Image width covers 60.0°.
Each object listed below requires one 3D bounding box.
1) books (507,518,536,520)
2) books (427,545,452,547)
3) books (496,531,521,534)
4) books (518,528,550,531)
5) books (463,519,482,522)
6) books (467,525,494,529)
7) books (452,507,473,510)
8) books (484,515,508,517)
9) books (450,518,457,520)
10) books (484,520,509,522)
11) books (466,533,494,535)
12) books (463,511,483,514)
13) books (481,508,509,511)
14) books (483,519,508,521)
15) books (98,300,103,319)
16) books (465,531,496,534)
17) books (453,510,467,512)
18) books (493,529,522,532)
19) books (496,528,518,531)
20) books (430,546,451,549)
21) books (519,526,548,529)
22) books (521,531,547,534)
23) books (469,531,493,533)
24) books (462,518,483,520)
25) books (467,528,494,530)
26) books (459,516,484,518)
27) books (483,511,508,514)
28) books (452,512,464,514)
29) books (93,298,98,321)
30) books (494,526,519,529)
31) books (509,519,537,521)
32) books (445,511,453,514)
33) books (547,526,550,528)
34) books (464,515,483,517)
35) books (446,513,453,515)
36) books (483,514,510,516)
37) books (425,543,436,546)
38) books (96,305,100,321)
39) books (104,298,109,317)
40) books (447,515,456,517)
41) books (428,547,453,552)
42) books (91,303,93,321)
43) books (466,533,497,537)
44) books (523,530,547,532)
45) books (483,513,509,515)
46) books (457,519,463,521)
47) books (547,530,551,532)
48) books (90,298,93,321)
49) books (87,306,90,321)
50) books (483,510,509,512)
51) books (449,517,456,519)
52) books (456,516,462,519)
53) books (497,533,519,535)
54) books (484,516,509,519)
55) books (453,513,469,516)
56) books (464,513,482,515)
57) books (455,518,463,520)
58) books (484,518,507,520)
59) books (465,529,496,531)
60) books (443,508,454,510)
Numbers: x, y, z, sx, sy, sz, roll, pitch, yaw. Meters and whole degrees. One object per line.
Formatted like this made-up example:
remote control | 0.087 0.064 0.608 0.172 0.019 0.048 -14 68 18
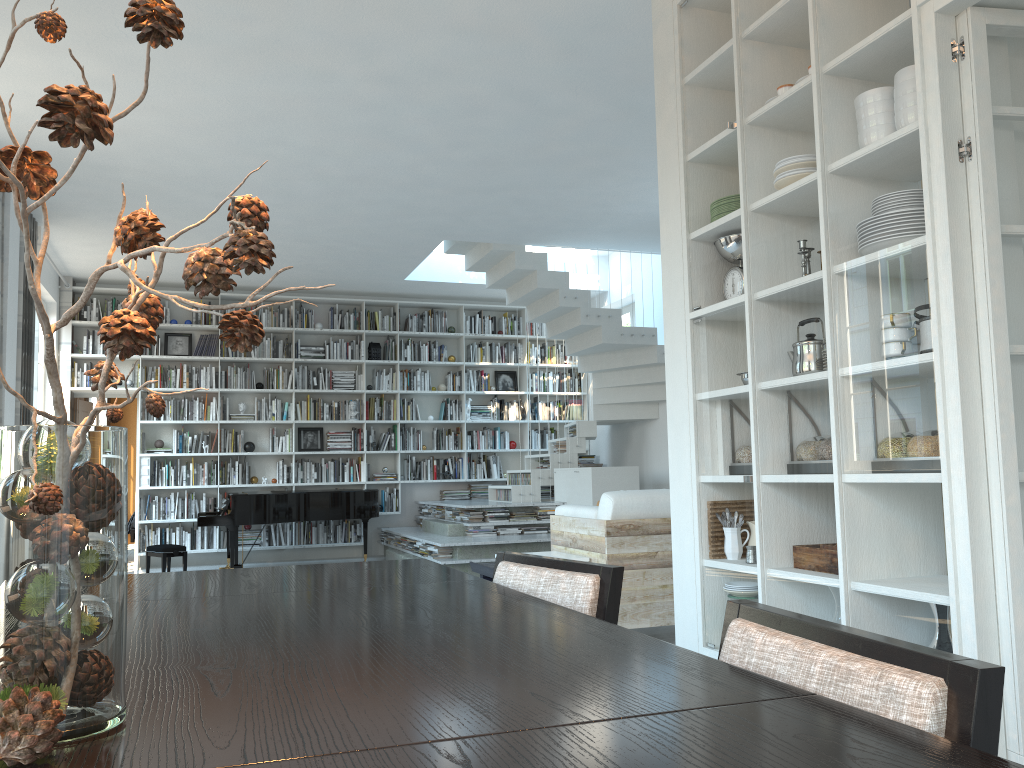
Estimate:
books | 0.092 1.411 9.294 0.293 0.014 0.134 1 -6 -22
books | -0.691 1.541 8.459 0.176 0.010 0.266 1 -6 -23
books | -0.048 1.520 9.085 0.232 0.019 0.170 1 -6 -24
books | 0.221 1.498 9.179 0.287 0.018 0.190 1 -6 -20
books | -0.414 1.414 9.211 0.161 0.014 0.212 0 -6 -15
books | -0.320 1.452 9.003 0.234 0.025 0.157 1 -6 -24
books | -0.527 1.326 9.475 0.189 0.022 0.238 0 -6 -14
books | -0.169 1.368 9.194 0.210 0.012 0.168 1 -6 -18
books | -0.599 1.484 9.760 0.132 0.016 0.262 0 -6 -14
books | -0.166 1.418 9.183 0.216 0.015 0.178 1 -6 -21
books | -0.320 1.515 9.001 0.264 0.006 0.165 1 -6 -18
books | -0.407 1.335 9.221 0.149 0.014 0.228 1 -6 -21
books | -0.177 1.306 9.218 0.261 0.016 0.129 1 -6 -20
books | -0.171 1.406 9.198 0.227 0.013 0.148 1 -6 -21
books | -4.635 -0.804 10.009 0.057 0.262 0.191 1 -6 -19
books | -0.320 1.508 9.002 0.285 0.008 0.159 1 -6 -21
books | -0.514 1.358 9.476 0.168 0.013 0.281 1 -6 -22
books | -0.052 1.505 9.097 0.272 0.012 0.158 1 -6 -21
books | -0.056 1.491 9.109 0.211 0.018 0.134 0 -6 -16
books | -0.685 1.553 8.460 0.165 0.015 0.243 0 -6 -15
books | 0.210 1.486 9.186 0.275 0.009 0.177 1 -6 -19
books | 0.220 1.530 9.178 0.250 0.018 0.177 0 -6 -16
books | -0.318 1.493 8.997 0.210 0.012 0.168 0 -6 -15
books | -0.409 1.400 9.214 0.152 0.015 0.208 1 -6 -22
books | -0.324 1.471 9.015 0.257 0.010 0.132 0 -6 -15
books | -0.422 1.380 9.211 0.184 0.014 0.297 1 -6 -20
books | -0.172 1.330 9.204 0.221 0.018 0.154 1 -6 -18
books | -0.516 1.374 9.474 0.187 0.009 0.251 1 -6 -19
books | -4.699 -0.814 10.004 0.028 0.283 0.189 1 -6 -19
books | -0.056 1.471 9.107 0.220 0.013 0.149 1 -6 -20
books | 0.099 1.419 9.274 0.287 0.005 0.165 0 -6 -14
books | -0.614 1.410 9.761 0.174 0.029 0.250 1 -6 -21
books | 0.462 1.497 9.294 0.215 0.007 0.131 1 -6 -17
books | -0.399 1.368 9.220 0.137 0.012 0.242 1 -6 -18
books | -0.619 1.431 9.758 0.178 0.015 0.187 0 -6 -14
books | -0.170 1.358 9.198 0.260 0.009 0.153 0 -6 -16
books | -0.699 1.529 8.457 0.192 0.014 0.257 1 -6 -23
books | -4.668 -0.776 10.001 0.030 0.206 0.176 1 -6 -19
books | -4.595 -0.812 10.040 0.039 0.282 0.182 1 -6 -19
books | -0.608 1.451 9.760 0.167 0.024 0.192 1 -6 -18
books | -0.684 1.574 8.458 0.156 0.027 0.288 1 -6 -24
books | -4.726 -0.785 10.002 0.024 0.227 0.157 1 -6 -19
books | -0.313 1.527 8.981 0.262 0.023 0.200 1 -6 -21
books | 0.218 1.519 9.185 0.254 0.005 0.161 1 -6 -23
books | -0.164 1.344 9.179 0.230 0.015 0.190 0 -6 -14
books | -0.502 1.450 9.471 0.142 0.020 0.231 0 -6 -14
books | 0.466 1.529 9.283 0.234 0.017 0.151 1 -6 -18
books | -4.740 -0.813 9.991 0.010 0.281 0.160 1 -6 -19
books | -4.764 -0.769 9.996 0.031 0.195 0.145 1 -6 -19
books | -0.170 1.316 9.197 0.228 0.009 0.159 1 -6 -23
books | -0.591 1.470 9.764 0.136 0.013 0.258 1 -6 -19
books | -0.501 1.419 9.475 0.155 0.028 0.189 1 -6 -18
books | -0.053 1.538 9.098 0.208 0.015 0.153 1 -6 -21
books | -0.166 1.379 9.183 0.215 0.013 0.189 1 -6 -20
books | -0.511 1.392 9.474 0.177 0.026 0.230 1 -6 -19
books | -0.404 1.346 9.221 0.132 0.009 0.269 0 -6 -15
books | -0.506 1.437 9.471 0.154 0.007 0.293 0 -6 -16
books | -0.173 1.394 9.204 0.207 0.012 0.131 1 -6 -23
books | -0.320 1.481 9.002 0.292 0.012 0.159 0 -6 -16
books | -0.628 1.371 9.760 0.192 0.014 0.257 1 -6 -23
